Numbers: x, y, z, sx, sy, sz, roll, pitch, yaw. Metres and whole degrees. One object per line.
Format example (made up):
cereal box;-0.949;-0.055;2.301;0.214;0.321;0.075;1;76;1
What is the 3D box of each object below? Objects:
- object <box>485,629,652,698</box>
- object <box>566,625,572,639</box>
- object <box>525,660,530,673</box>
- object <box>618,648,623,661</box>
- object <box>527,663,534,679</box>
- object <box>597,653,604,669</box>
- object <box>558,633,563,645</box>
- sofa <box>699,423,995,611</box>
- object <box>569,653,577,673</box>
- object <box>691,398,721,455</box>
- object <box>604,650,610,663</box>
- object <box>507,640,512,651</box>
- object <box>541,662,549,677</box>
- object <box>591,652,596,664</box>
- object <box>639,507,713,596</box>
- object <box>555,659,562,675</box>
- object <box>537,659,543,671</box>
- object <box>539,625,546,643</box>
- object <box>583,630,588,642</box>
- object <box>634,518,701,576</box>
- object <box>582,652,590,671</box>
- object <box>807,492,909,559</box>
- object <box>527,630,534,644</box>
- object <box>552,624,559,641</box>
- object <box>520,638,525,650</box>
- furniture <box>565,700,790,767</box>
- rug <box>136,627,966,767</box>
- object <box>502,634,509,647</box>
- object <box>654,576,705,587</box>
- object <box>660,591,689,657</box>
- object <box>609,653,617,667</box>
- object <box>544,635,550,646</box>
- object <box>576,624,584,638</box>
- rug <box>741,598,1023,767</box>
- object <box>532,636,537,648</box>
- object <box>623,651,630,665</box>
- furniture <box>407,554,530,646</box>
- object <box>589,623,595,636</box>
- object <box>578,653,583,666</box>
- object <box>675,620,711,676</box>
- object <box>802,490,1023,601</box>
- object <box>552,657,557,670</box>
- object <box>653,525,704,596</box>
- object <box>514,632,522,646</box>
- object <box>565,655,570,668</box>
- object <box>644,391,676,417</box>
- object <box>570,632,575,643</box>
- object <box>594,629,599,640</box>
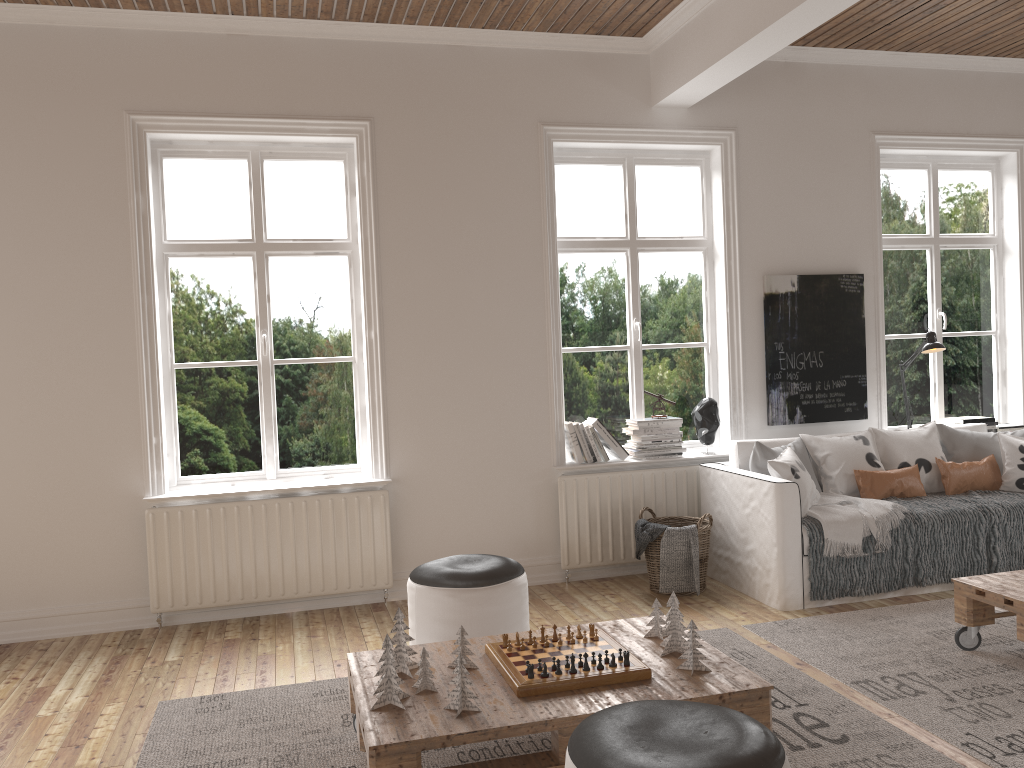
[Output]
object;0.168;0.894;2.866;0.429;0.036;0.429;-3;2;-15
object;0.194;0.846;3.029;0.022;0.047;0.022;-2;2;17
object;0.049;0.866;2.720;0.017;0.037;0.017;-4;2;-34
object;0.342;0.852;2.797;0.017;0.037;0.017;-2;2;5
object;0.057;0.866;2.675;0.019;0.040;0.019;-3;2;-19
object;0.272;0.852;2.733;0.022;0.047;0.022;-2;2;17
object;0.161;0.854;2.975;0.017;0.037;0.017;-2;2;5
sofa;2.134;0.671;4.980;1.960;0.776;0.866;-3;2;-15
object;0.186;0.850;2.709;0.025;0.058;0.025;-1;2;30
object;1.168;0.251;5.334;0.171;0.340;0.177;-2;2;21
object;0.297;0.854;2.786;0.017;0.037;0.017;-2;2;5
object;-0.009;0.863;2.930;0.017;0.037;0.017;-2;2;5
object;0.099;0.862;2.689;0.026;0.044;0.026;-1;2;30
object;0.255;0.856;2.774;0.017;0.037;0.017;-2;2;5
object;0.894;0.901;4.825;0.393;0.432;0.393;-2;2;7
object;0.141;0.858;2.699;0.022;0.047;0.022;-1;3;43
object;0.086;0.865;2.732;0.017;0.037;0.017;-2;2;5
object;0.104;0.845;3.006;0.025;0.058;0.025;-1;2;30
object;0.247;0.850;2.995;0.017;0.037;0.017;-2;2;5
object;0.828;0.900;4.796;0.367;0.332;0.303;-3;2;-24
object;0.227;0.850;2.721;0.025;0.055;0.025;-2;2;17
object;1.755;0.706;4.730;0.588;0.255;0.729;-3;2;-11
object;0.062;0.852;2.996;0.022;0.047;0.022;-2;2;17
object;0.146;0.844;3.019;0.025;0.055;0.025;-2;2;17
object;0.036;0.860;2.942;0.017;0.037;0.017;-2;2;5
furniture;0.383;1.011;2.062;0.518;0.430;0.518;-3;2;-12
rug;0.090;1.216;2.720;2.474;0.003;2.254;-3;2;-15
object;-0.022;0.860;2.974;0.019;0.040;0.019;-3;2;-19
object;0.901;1.013;4.833;0.291;0.186;0.280;-3;2;-29
object;0.544;0.788;2.948;0.111;0.204;0.118;-2;2;9
object;0.312;0.851;2.745;0.026;0.044;0.026;-1;2;30
object;0.116;0.856;2.965;0.017;0.037;0.017;-2;2;5
object;0.232;0.846;3.040;0.026;0.044;0.026;-1;2;30
rug;2.553;1.093;3.367;2.474;0.003;2.254;-3;2;-15
object;0.075;0.858;2.953;0.017;0.037;0.017;-2;2;5
object;0.356;0.851;2.754;0.019;0.040;0.019;-2;2;19
furniture;-0.185;0.978;3.804;0.518;0.430;0.518;-2;2;6
object;0.275;0.845;3.050;0.019;0.040;0.019;-2;2;19
object;0.214;0.858;2.764;0.017;0.037;0.017;-2;2;5
object;0.565;0.815;2.772;0.082;0.160;0.082;-3;2;-26
object;2.189;0.821;4.837;1.680;0.423;0.651;-3;2;-14
object;0.131;0.862;2.744;0.017;0.037;0.017;-2;2;5
object;0.885;0.915;4.782;0.290;0.356;0.349;-2;2;14
object;0.020;0.856;2.985;0.026;0.044;0.026;-1;2;30
object;0.171;0.860;2.752;0.017;0.037;0.017;-2;2;5
object;0.878;0.115;5.256;0.177;0.161;0.092;-1;3;43
object;0.204;0.852;2.985;0.017;0.037;0.017;-2;2;5
object;0.286;0.848;3.007;0.017;0.037;0.017;-2;2;5
